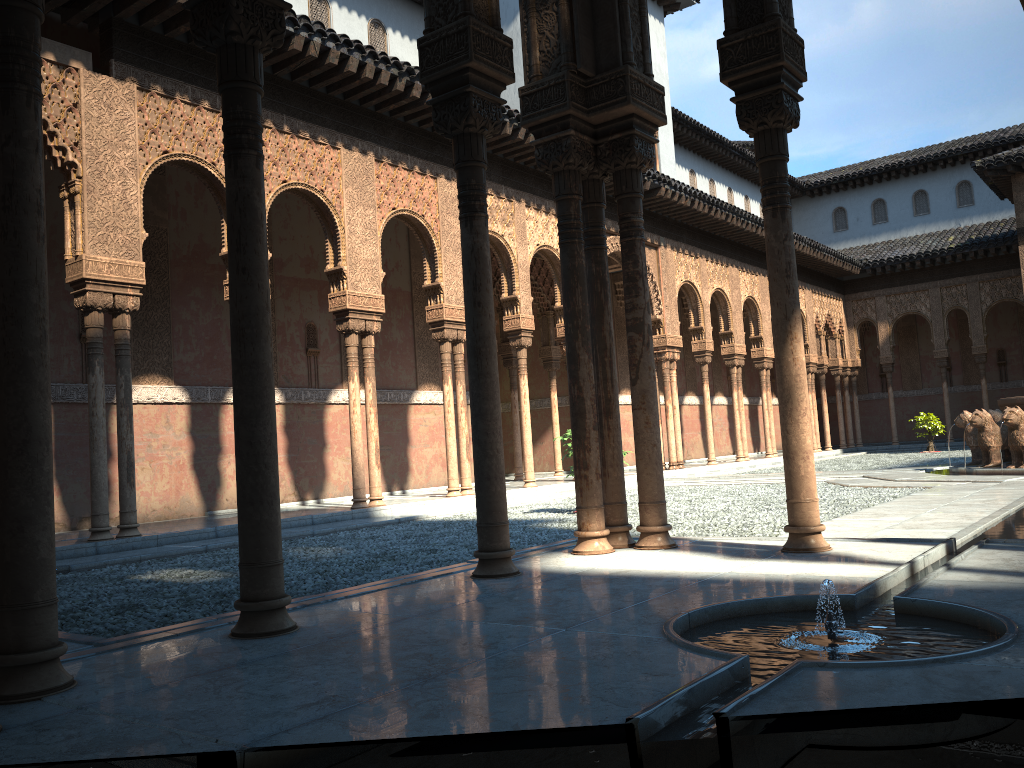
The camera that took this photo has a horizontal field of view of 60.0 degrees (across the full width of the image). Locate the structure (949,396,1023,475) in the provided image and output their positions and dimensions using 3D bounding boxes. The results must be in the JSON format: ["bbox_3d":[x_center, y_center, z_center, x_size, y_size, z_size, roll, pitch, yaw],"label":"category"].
[{"bbox_3d":[9.674,0.467,14.547,4.508,1.991,4.508,-7,-5,37],"label":"structure"}]
